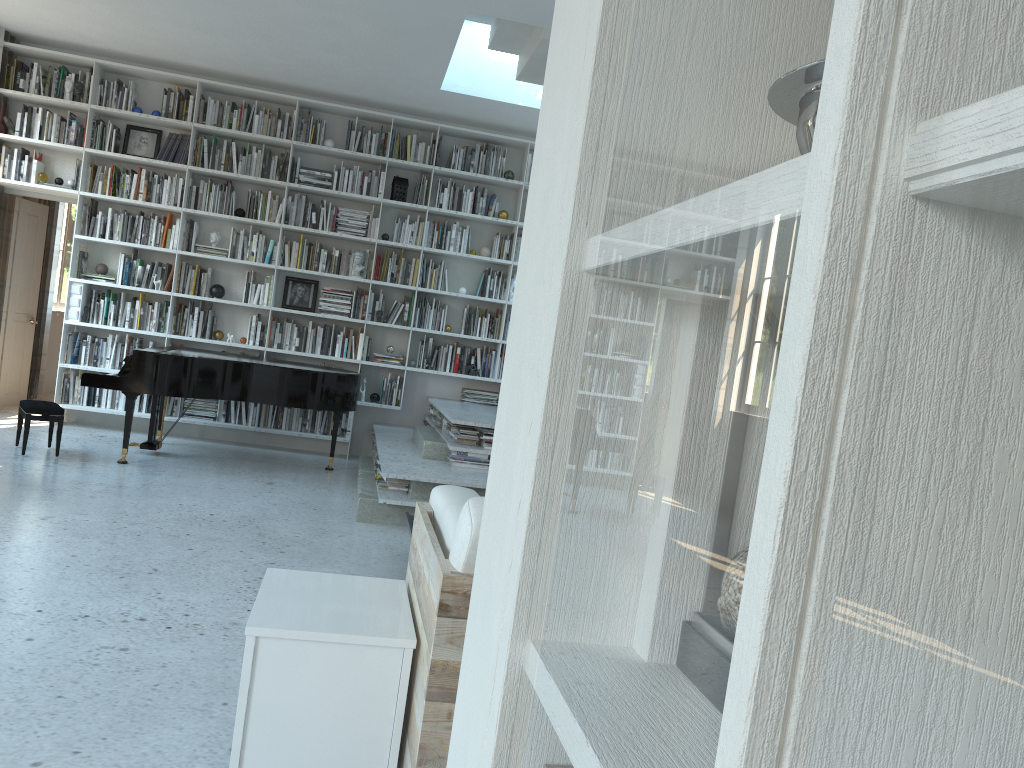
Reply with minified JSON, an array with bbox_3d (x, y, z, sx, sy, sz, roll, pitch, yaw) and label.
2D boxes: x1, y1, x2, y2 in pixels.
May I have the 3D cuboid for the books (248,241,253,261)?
[{"bbox_3d":[-2.353,-1.188,8.008,0.025,0.189,0.140,8,2,-10],"label":"books"}]

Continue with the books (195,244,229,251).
[{"bbox_3d":[-2.676,-1.216,7.936,0.285,0.012,0.159,8,2,-14],"label":"books"}]

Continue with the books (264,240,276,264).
[{"bbox_3d":[-2.186,-1.184,8.015,0.060,0.227,0.179,8,2,-10],"label":"books"}]

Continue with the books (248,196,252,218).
[{"bbox_3d":[-2.346,-1.573,7.975,0.013,0.216,0.149,8,3,-10],"label":"books"}]

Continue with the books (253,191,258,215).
[{"bbox_3d":[-2.308,-1.594,7.985,0.009,0.267,0.149,8,3,-10],"label":"books"}]

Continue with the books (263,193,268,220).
[{"bbox_3d":[-2.217,-1.580,7.991,0.004,0.265,0.141,8,3,-10],"label":"books"}]

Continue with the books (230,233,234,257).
[{"bbox_3d":[-2.509,-1.231,7.971,0.010,0.232,0.154,8,3,-10],"label":"books"}]

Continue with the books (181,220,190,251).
[{"bbox_3d":[-2.908,-1.312,7.898,0.012,0.285,0.159,8,3,-10],"label":"books"}]

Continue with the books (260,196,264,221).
[{"bbox_3d":[-2.245,-1.570,8.000,0.011,0.236,0.130,8,3,-10],"label":"books"}]

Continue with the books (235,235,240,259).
[{"bbox_3d":[-2.465,-1.223,7.990,0.024,0.227,0.137,8,3,-10],"label":"books"}]

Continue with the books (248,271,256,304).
[{"bbox_3d":[-2.354,-0.872,8.023,0.012,0.298,0.166,8,3,-10],"label":"books"}]

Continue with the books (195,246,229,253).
[{"bbox_3d":[-2.678,-1.204,7.941,0.285,0.012,0.159,8,2,-8],"label":"books"}]

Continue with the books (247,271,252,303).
[{"bbox_3d":[-2.367,-0.871,8.024,0.011,0.292,0.155,8,3,-10],"label":"books"}]

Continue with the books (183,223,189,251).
[{"bbox_3d":[-2.891,-1.295,7.896,0.024,0.257,0.133,8,3,-10],"label":"books"}]

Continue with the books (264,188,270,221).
[{"bbox_3d":[-2.203,-1.597,7.989,0.006,0.304,0.165,8,3,-10],"label":"books"}]

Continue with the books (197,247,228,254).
[{"bbox_3d":[-2.680,-1.192,7.939,0.254,0.012,0.160,8,2,-13],"label":"books"}]

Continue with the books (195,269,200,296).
[{"bbox_3d":[-2.802,-0.906,7.937,0.014,0.244,0.153,8,3,-10],"label":"books"}]

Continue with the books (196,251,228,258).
[{"bbox_3d":[-2.686,-1.156,7.948,0.254,0.012,0.160,8,2,-10],"label":"books"}]

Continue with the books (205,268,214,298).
[{"bbox_3d":[-2.716,-0.905,7.960,0.028,0.266,0.144,8,3,-10],"label":"books"}]

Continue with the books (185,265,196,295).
[{"bbox_3d":[-2.875,-0.925,7.920,0.036,0.263,0.166,8,3,-10],"label":"books"}]

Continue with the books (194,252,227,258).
[{"bbox_3d":[-2.687,-1.144,7.944,0.285,0.012,0.159,8,2,-12],"label":"books"}]

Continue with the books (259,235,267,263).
[{"bbox_3d":[-2.254,-1.208,8.025,0.022,0.256,0.152,8,3,-10],"label":"books"}]

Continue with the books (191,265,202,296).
[{"bbox_3d":[-2.816,-0.922,7.913,0.026,0.274,0.190,8,3,-10],"label":"books"}]

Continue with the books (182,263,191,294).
[{"bbox_3d":[-2.905,-0.936,7.921,0.026,0.275,0.154,8,3,-10],"label":"books"}]

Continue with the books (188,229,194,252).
[{"bbox_3d":[-2.857,-1.267,7.911,0.034,0.210,0.136,8,3,-10],"label":"books"}]

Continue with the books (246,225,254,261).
[{"bbox_3d":[-2.358,-1.259,7.987,0.010,0.330,0.173,8,3,-10],"label":"books"}]

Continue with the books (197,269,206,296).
[{"bbox_3d":[-2.784,-0.906,7.957,0.028,0.248,0.142,8,3,-10],"label":"books"}]

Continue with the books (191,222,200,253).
[{"bbox_3d":[-2.824,-1.297,7.909,0.021,0.278,0.136,8,3,-10],"label":"books"}]

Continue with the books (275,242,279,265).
[{"bbox_3d":[-2.122,-1.171,8.048,0.026,0.217,0.126,8,3,-10],"label":"books"}]

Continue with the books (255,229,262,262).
[{"bbox_3d":[-2.285,-1.234,7.995,0.011,0.301,0.178,8,3,-10],"label":"books"}]

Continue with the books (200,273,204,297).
[{"bbox_3d":[-2.764,-0.882,7.942,0.011,0.208,0.180,8,2,-10],"label":"books"}]

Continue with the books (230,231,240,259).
[{"bbox_3d":[-2.485,-1.234,7.956,0.030,0.247,0.174,8,3,-10],"label":"books"}]

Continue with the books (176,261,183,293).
[{"bbox_3d":[-2.959,-0.948,7.915,0.012,0.285,0.159,8,3,-10],"label":"books"}]

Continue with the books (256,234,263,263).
[{"bbox_3d":[-2.272,-1.212,8.000,0.023,0.260,0.170,8,3,-10],"label":"books"}]

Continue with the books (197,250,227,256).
[{"bbox_3d":[-2.683,-1.168,7.939,0.254,0.012,0.160,8,2,-14],"label":"books"}]

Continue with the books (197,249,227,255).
[{"bbox_3d":[-2.681,-1.180,7.936,0.254,0.012,0.160,8,2,-15],"label":"books"}]

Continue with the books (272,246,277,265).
[{"bbox_3d":[-2.150,-1.156,8.041,0.027,0.181,0.141,8,2,-10],"label":"books"}]

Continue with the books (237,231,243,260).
[{"bbox_3d":[-2.437,-1.239,7.978,0.022,0.267,0.151,8,3,-10],"label":"books"}]

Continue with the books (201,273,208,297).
[{"bbox_3d":[-2.744,-0.884,7.942,0.028,0.216,0.175,8,2,-10],"label":"books"}]

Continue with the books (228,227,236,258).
[{"bbox_3d":[-2.514,-1.258,7.955,0.012,0.285,0.159,8,3,-10],"label":"books"}]

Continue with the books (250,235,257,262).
[{"bbox_3d":[-2.320,-1.212,7.993,0.028,0.247,0.170,8,3,-10],"label":"books"}]

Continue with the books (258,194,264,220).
[{"bbox_3d":[-2.250,-1.573,7.962,0.013,0.244,0.188,8,2,-10],"label":"books"}]

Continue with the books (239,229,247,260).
[{"bbox_3d":[-2.417,-1.245,7.969,0.012,0.286,0.167,8,3,-10],"label":"books"}]

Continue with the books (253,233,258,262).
[{"bbox_3d":[-2.298,-1.218,7.986,0.012,0.265,0.192,8,3,-10],"label":"books"}]

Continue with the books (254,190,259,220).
[{"bbox_3d":[-2.292,-1.595,7.977,0.005,0.275,0.157,8,3,-10],"label":"books"}]

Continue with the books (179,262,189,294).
[{"bbox_3d":[-2.928,-0.943,7.911,0.025,0.284,0.145,8,3,-10],"label":"books"}]

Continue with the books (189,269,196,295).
[{"bbox_3d":[-2.848,-0.904,7.930,0.025,0.228,0.153,8,3,-10],"label":"books"}]

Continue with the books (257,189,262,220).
[{"bbox_3d":[-2.275,-1.600,7.990,0.033,0.288,0.155,8,3,-10],"label":"books"}]

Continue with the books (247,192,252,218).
[{"bbox_3d":[-2.350,-1.585,7.955,0.005,0.240,0.173,8,3,-10],"label":"books"}]

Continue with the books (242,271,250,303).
[{"bbox_3d":[-2.402,-0.872,8.010,0.012,0.285,0.159,8,3,-10],"label":"books"}]

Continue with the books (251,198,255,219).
[{"bbox_3d":[-2.321,-1.561,7.976,0.011,0.200,0.162,8,2,-10],"label":"books"}]

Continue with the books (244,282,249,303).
[{"bbox_3d":[-2.390,-0.820,8.012,0.025,0.186,0.153,8,2,-10],"label":"books"}]

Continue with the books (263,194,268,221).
[{"bbox_3d":[-2.212,-1.573,7.986,0.006,0.253,0.180,8,3,-10],"label":"books"}]

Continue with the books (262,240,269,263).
[{"bbox_3d":[-2.233,-1.187,8.030,0.026,0.219,0.149,8,3,-10],"label":"books"}]

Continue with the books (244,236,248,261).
[{"bbox_3d":[-2.395,-1.211,7.992,0.048,0.225,0.149,8,3,-10],"label":"books"}]

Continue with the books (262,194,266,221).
[{"bbox_3d":[-2.229,-1.576,7.990,0.017,0.253,0.139,8,3,-10],"label":"books"}]

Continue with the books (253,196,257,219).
[{"bbox_3d":[-2.298,-1.566,7.956,0.006,0.216,0.181,8,2,-10],"label":"books"}]

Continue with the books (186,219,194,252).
[{"bbox_3d":[-2.875,-1.314,7.915,0.011,0.298,0.135,8,3,-10],"label":"books"}]

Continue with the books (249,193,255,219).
[{"bbox_3d":[-2.331,-1.580,7.950,0.005,0.236,0.178,8,2,-10],"label":"books"}]
